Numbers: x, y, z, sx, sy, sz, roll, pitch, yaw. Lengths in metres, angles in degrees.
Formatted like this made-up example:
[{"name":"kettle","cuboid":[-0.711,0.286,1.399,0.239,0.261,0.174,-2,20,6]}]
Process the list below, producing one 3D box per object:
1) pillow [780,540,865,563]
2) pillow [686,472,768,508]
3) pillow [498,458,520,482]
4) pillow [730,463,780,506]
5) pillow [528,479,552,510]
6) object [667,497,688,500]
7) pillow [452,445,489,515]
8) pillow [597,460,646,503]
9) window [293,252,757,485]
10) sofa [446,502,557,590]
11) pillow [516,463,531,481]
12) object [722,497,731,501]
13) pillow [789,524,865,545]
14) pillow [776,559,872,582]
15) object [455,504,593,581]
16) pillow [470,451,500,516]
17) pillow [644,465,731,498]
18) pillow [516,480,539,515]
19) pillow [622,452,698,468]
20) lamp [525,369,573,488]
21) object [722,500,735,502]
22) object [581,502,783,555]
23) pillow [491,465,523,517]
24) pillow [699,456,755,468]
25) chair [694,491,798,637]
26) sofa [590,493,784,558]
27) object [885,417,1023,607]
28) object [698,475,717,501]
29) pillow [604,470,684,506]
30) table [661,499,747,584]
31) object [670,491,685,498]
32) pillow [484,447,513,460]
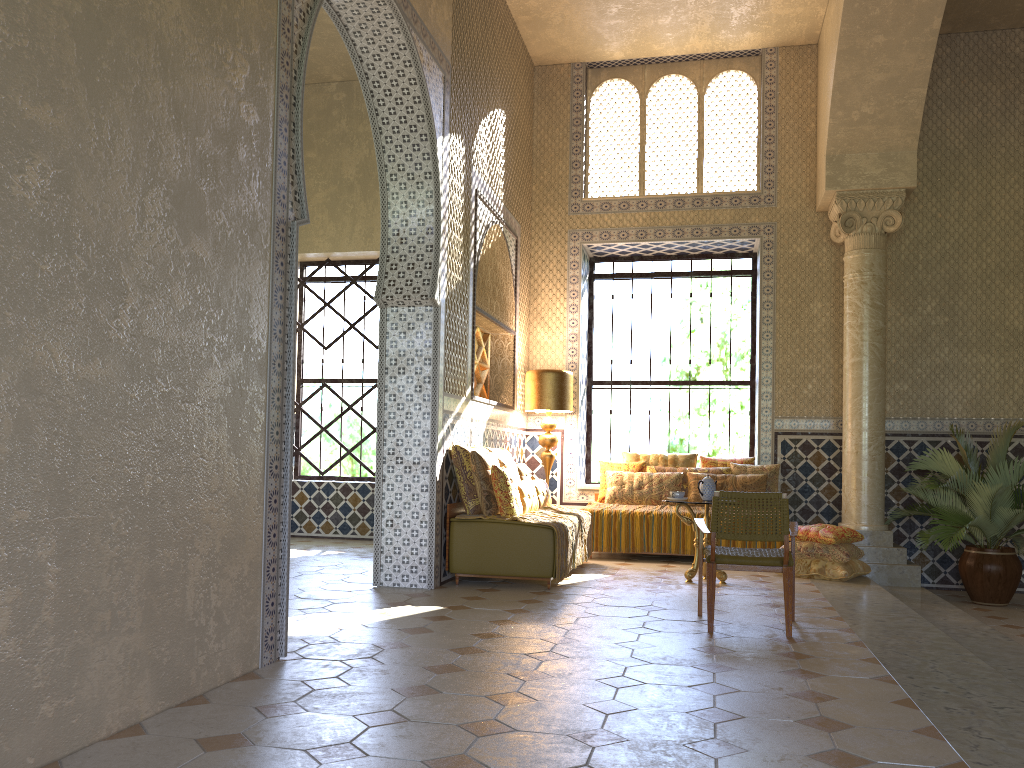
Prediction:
[{"name":"pillow","cuboid":[4.045,2.199,11.606,0.932,0.347,0.882,-2,-5,33]},{"name":"pillow","cuboid":[3.200,1.605,13.208,1.191,0.546,0.330,0,-3,13]},{"name":"pillow","cuboid":[-0.033,1.285,11.206,0.340,0.692,0.743,1,-3,13]},{"name":"pillow","cuboid":[3.664,1.541,13.351,0.741,0.692,0.341,0,-2,13]},{"name":"pillow","cuboid":[0.352,1.515,11.985,0.271,0.449,0.985,1,-4,13]},{"name":"object","cuboid":[2.028,1.409,10.863,0.256,0.032,0.256,2,-5,-9]},{"name":"pillow","cuboid":[-0.416,1.164,10.761,0.422,0.830,1.196,1,-4,13]},{"name":"pillow","cuboid":[1.705,1.538,13.790,0.741,0.692,0.341,0,-2,13]},{"name":"window","cuboid":[-0.135,-0.238,15.372,8.482,3.984,0.575,1,-2,9]},{"name":"sofa","cuboid":[0.184,1.949,11.236,1.273,0.935,2.858,0,-5,13]},{"name":"pillow","cuboid":[0.141,1.384,11.988,0.313,0.636,0.683,1,-3,13]},{"name":"object","cuboid":[2.520,1.348,10.465,0.183,0.100,0.184,1,-4,9]},{"name":"pillow","cuboid":[4.063,1.990,11.600,0.749,0.310,0.804,5,-6,-43]},{"name":"pillow","cuboid":[4.061,2.401,11.605,0.991,0.367,1.045,-2,-6,38]},{"name":"object","cuboid":[0.241,1.939,11.211,1.314,0.716,2.895,0,-5,13]},{"name":"pillow","cuboid":[-0.269,1.186,10.498,0.383,0.779,0.836,1,-3,13]},{"name":"pillow","cuboid":[2.685,1.568,13.549,1.341,0.614,0.371,0,-3,13]},{"name":"pillow","cuboid":[0.148,1.434,11.071,0.271,0.449,0.985,1,-4,13]},{"name":"pillow","cuboid":[2.302,1.481,13.883,1.192,0.831,0.423,0,-2,13]},{"name":"lamp","cuboid":[0.554,1.205,13.683,0.737,2.809,0.738,2,-2,-18]},{"name":"object","cuboid":[2.519,1.386,10.464,0.255,0.032,0.256,0,-5,9]},{"name":"object","cuboid":[2.506,2.156,13.253,2.885,0.716,1.318,0,-4,13]},{"name":"pillow","cuboid":[-0.047,1.269,10.299,0.345,0.650,0.686,1,-3,12]},{"name":"pillow","cuboid":[3.325,1.517,13.712,0.855,0.799,0.394,0,-2,13]},{"name":"chair","cuboid":[2.105,1.556,7.942,0.950,1.207,0.909,1,-3,13]},{"name":"sofa","cuboid":[2.558,2.171,13.305,2.849,0.936,1.277,0,-4,13]},{"name":"object","cuboid":[6.510,1.701,11.836,2.641,2.497,2.169,1,-3,-1]},{"name":"object","cuboid":[2.391,1.268,10.826,0.273,0.323,0.199,1,-2,2]},{"name":"pillow","cuboid":[2.004,1.603,13.475,1.191,0.546,0.330,0,-3,13]},{"name":"table","cuboid":[2.365,1.913,10.770,1.101,0.979,1.103,-2,-5,42]},{"name":"object","cuboid":[2.029,1.371,10.864,0.183,0.100,0.183,2,-4,-6]},{"name":"pillow","cuboid":[-0.155,1.267,11.928,0.422,0.830,1.196,1,-4,13]}]
